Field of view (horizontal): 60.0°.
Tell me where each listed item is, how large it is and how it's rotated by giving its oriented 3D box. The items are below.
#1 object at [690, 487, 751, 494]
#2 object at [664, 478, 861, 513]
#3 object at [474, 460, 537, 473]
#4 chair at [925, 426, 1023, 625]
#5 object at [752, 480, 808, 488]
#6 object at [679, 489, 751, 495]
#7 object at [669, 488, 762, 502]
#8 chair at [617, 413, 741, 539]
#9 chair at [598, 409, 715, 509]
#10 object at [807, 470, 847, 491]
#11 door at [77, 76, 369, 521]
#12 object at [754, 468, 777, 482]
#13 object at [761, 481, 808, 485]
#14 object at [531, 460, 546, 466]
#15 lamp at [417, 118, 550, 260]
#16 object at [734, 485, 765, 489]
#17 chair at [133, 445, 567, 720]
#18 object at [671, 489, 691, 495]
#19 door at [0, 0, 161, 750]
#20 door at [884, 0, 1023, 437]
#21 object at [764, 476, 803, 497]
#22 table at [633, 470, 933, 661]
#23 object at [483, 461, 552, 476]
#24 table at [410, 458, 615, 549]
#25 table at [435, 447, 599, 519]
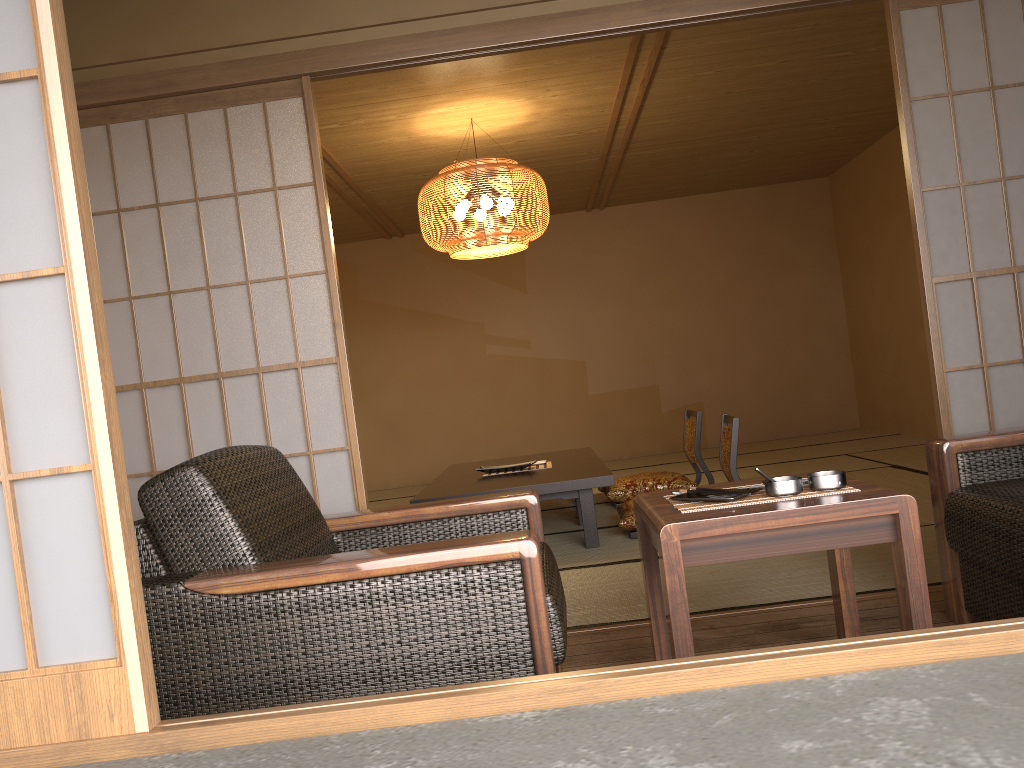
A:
[{"bbox_3d":[0.497,0.256,2.129,0.006,0.007,0.230,-8,0,-24],"label":"object"},{"bbox_3d":[0.584,0.263,2.133,0.401,0.003,0.300,-7,0,2],"label":"object"},{"bbox_3d":[-0.034,0.490,5.187,0.349,0.039,0.129,-8,0,15],"label":"object"},{"bbox_3d":[1.631,0.242,2.136,0.943,0.779,0.872,-7,0,2],"label":"chair"},{"bbox_3d":[0.642,0.252,2.201,0.230,0.007,0.006,-7,0,-9],"label":"object"},{"bbox_3d":[0.481,0.257,2.112,0.006,0.007,0.230,-8,0,-33],"label":"object"},{"bbox_3d":[0.485,0.268,2.117,0.131,0.015,0.181,-7,-1,-43],"label":"object"},{"bbox_3d":[0.875,0.473,4.677,0.687,0.546,0.582,-7,0,6],"label":"chair"},{"bbox_3d":[0.903,0.477,5.764,0.699,0.546,0.582,-7,0,1],"label":"chair"},{"bbox_3d":[0.727,0.224,2.047,0.084,0.037,0.084,-8,0,30],"label":"object"},{"bbox_3d":[-1.033,0.008,2.966,0.992,1.934,0.040,-7,1,2],"label":"door"},{"bbox_3d":[0.604,0.217,2.033,0.117,0.068,0.038,-7,0,-33],"label":"object"},{"bbox_3d":[0.668,0.238,2.160,0.130,0.026,0.038,-7,0,-14],"label":"object"},{"bbox_3d":[0.117,0.484,5.360,0.180,0.014,0.130,-7,0,4],"label":"object"},{"bbox_3d":[-0.193,-1.217,5.418,0.799,0.826,0.797,-7,0,26],"label":"lamp"},{"bbox_3d":[0.612,0.256,2.218,0.230,0.007,0.006,-7,0,-3],"label":"object"},{"bbox_3d":[-0.347,0.502,2.204,0.943,0.779,0.872,-7,0,2],"label":"chair"},{"bbox_3d":[0.423,0.275,2.218,0.050,0.018,0.015,-7,0,-11],"label":"object"},{"bbox_3d":[-1.134,-0.364,1.299,0.992,1.873,0.040,-7,1,2],"label":"door"},{"bbox_3d":[1.828,-0.367,2.869,0.992,1.934,0.040,-7,1,2],"label":"door"},{"bbox_3d":[0.628,0.237,2.047,0.084,0.037,0.084,-7,0,-6],"label":"object"},{"bbox_3d":[0.618,0.512,2.135,0.540,0.500,0.540,-7,0,2],"label":"table"},{"bbox_3d":[0.036,0.502,5.268,0.401,0.003,0.398,-7,0,2],"label":"object"},{"bbox_3d":[0.036,0.680,4.775,0.995,0.357,0.994,-7,0,2],"label":"table"},{"bbox_3d":[0.066,0.683,5.769,0.995,0.357,0.994,-7,0,2],"label":"table"}]
